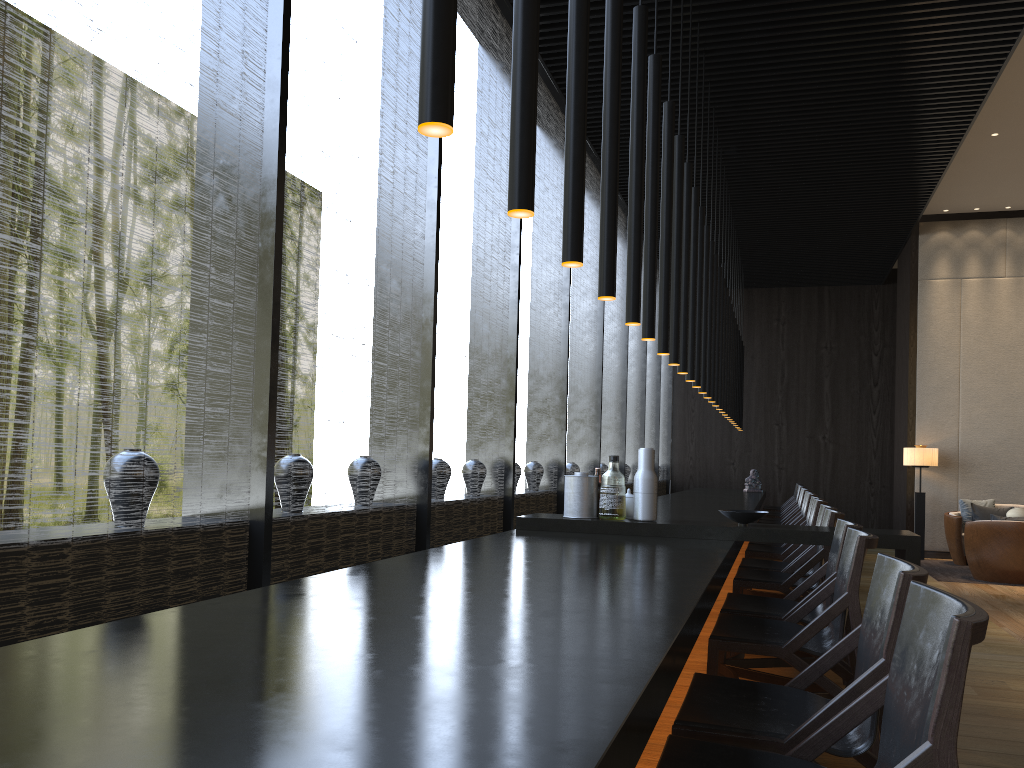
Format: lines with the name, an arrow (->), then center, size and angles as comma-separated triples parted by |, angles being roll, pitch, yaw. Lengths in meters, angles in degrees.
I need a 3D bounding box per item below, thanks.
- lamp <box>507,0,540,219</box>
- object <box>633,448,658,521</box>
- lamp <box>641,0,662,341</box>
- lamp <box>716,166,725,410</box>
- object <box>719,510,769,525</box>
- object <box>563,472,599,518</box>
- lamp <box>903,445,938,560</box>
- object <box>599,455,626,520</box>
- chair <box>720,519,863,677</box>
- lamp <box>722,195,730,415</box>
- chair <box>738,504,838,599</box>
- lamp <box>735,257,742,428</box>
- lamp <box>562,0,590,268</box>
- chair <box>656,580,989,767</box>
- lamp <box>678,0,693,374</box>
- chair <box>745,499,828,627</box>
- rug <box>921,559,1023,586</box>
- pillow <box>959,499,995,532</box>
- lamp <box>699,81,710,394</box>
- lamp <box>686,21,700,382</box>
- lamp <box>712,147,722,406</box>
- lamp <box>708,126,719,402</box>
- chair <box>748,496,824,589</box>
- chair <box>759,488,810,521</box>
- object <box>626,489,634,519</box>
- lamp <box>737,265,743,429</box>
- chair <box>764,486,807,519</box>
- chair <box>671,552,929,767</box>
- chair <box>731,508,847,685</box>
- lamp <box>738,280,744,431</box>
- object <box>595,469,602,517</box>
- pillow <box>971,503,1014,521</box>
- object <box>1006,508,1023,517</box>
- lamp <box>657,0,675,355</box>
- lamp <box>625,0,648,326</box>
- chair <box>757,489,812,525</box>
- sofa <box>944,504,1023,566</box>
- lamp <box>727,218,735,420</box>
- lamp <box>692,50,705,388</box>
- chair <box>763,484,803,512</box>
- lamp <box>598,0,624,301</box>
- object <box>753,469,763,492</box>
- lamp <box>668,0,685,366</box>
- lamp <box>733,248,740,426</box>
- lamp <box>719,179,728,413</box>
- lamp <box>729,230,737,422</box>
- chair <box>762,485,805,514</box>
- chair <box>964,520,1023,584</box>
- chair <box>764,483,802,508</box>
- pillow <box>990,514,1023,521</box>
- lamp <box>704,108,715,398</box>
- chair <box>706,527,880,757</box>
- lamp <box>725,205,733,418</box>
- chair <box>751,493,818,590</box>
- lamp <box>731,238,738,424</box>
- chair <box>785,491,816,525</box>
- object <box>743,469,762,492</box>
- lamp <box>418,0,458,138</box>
lamp -> 0.055, -1.585, 2.013 | 0.060, 2.416, 0.060 | 1, -2, 12
object -> 0.638, 0.478, 4.220 | 0.113, 0.344, 0.113 | 1, -2, 12
lamp -> 0.637, -1.401, 3.939 | 0.060, 2.416, 0.060 | 1, -2, 12
lamp -> 2.023, -0.961, 8.528 | 0.060, 2.416, 0.060 | 1, -2, 22
object -> 1.072, 0.622, 4.102 | 0.227, 0.067, 0.228 | 0, -5, 19
object -> 0.336, 0.540, 4.318 | 0.168, 0.219, 0.169 | 1, -3, 12
lamp -> 4.841, 1.406, 10.505 | 0.375, 1.348, 0.375 | 3, -3, -44
object -> 0.482, 0.493, 4.221 | 0.129, 0.305, 0.129 | 2, -2, 3
chair -> 1.124, 0.958, 3.567 | 0.563, 0.825, 0.527 | 1, -3, 17
lamp -> 2.291, -0.877, 9.414 | 0.060, 2.416, 0.060 | 1, -2, 12
chair -> 1.583, 1.104, 5.087 | 0.563, 0.825, 0.527 | 1, -3, 17
lamp -> 3.135, -0.609, 12.206 | 0.060, 2.416, 0.060 | 1, -2, 12
lamp -> 0.203, -1.538, 2.505 | 0.060, 2.416, 0.060 | 1, -2, 12
chair -> 0.498, 0.760, 1.498 | 0.563, 0.825, 0.527 | 1, -3, 17
lamp -> 1.054, -1.269, 5.321 | 0.060, 2.416, 0.060 | 1, -2, 12
chair -> 1.876, 1.197, 6.056 | 0.563, 0.825, 0.527 | 1, -3, 17
rug -> 5.355, 1.979, 9.201 | 2.040, 0.008, 2.248 | 0, -5, 17
pillow -> 5.382, 1.523, 10.201 | 0.433, 0.399, 0.201 | 2, -2, -5
lamp -> 1.468, -1.137, 6.691 | 0.060, 2.416, 0.060 | 1, -2, 22
lamp -> 1.194, -1.224, 5.785 | 0.060, 2.416, 0.060 | 1, -2, 12
lamp -> 1.881, -1.007, 8.056 | 0.060, 2.416, 0.060 | 1, -2, 12
lamp -> 1.738, -1.052, 7.583 | 0.060, 2.416, 0.060 | 1, -2, 22
chair -> 2.042, 1.249, 6.606 | 0.563, 0.825, 0.527 | 1, -3, 17
chair -> 2.968, 1.543, 9.670 | 0.563, 0.825, 0.527 | 1, -3, 17
object -> 0.576, 0.552, 4.366 | 0.135, 0.217, 0.136 | 1, -3, 4
lamp -> 3.281, -0.563, 12.692 | 0.060, 2.416, 0.060 | 1, -2, 12
chair -> 3.268, 1.638, 10.664 | 0.563, 0.825, 0.527 | 1, -3, 17
chair -> 0.665, 0.813, 2.048 | 0.563, 0.825, 0.527 | 1, -3, 17
chair -> 1.417, 1.051, 4.537 | 0.563, 0.825, 0.527 | 1, -3, 17
lamp -> 3.431, -0.515, 13.186 | 0.060, 2.416, 0.060 | 1, -2, 12
object -> 0.426, 0.541, 4.407 | 0.067, 0.237, 0.067 | 1, -2, 11
pillow -> 5.433, 1.530, 10.023 | 0.471, 0.360, 0.220 | 1, -3, 14
object -> 5.358, 1.392, 9.348 | 0.245, 0.167, 0.246 | 3, -4, -25
lamp -> 0.788, -1.353, 4.439 | 0.060, 2.416, 0.060 | 1, -2, 12
lamp -> 0.512, -1.441, 3.526 | 0.060, 2.416, 0.060 | 1, -2, 12
chair -> 2.802, 1.490, 9.120 | 0.563, 0.825, 0.527 | 1, -3, 17
sofa -> 5.667, 1.715, 10.004 | 1.448, 0.692, 0.604 | 0, -3, 17
lamp -> 2.569, -0.789, 10.334 | 0.060, 2.416, 0.060 | 1, -2, 12
lamp -> 1.323, -1.183, 6.211 | 0.060, 2.416, 0.060 | 1, -2, 12
chair -> 3.735, 1.786, 12.209 | 0.563, 0.825, 0.527 | 1, -3, 17
lamp -> 0.352, -1.491, 2.999 | 0.060, 2.416, 0.060 | 1, -2, 12
object -> 3.349, 1.335, 12.276 | 0.209, 0.312, 0.164 | -1, -3, 42
lamp -> 0.922, -1.310, 4.884 | 0.060, 2.416, 0.060 | 1, -2, 12
lamp -> 2.990, -0.655, 11.728 | 0.060, 2.416, 0.060 | 1, -2, 12
lamp -> 2.155, -0.920, 8.962 | 0.060, 2.416, 0.060 | 1, -2, 12
lamp -> 2.705, -0.746, 10.783 | 0.060, 2.416, 0.060 | 1, -2, 12
chair -> 3.435, 1.691, 11.214 | 0.563, 0.825, 0.527 | 1, -3, 17
chair -> 4.792, 1.602, 8.475 | 0.803, 0.603, 0.608 | 1, -3, 17
chair -> 3.901, 1.839, 12.759 | 0.563, 0.825, 0.527 | 1, -3, 17
pillow -> 4.760, 1.379, 8.367 | 0.441, 0.337, 0.205 | 0, -3, 24
lamp -> 1.606, -1.094, 7.148 | 0.060, 2.416, 0.060 | 1, -2, 12
chair -> 0.958, 0.906, 3.017 | 0.563, 0.825, 0.527 | 1, -3, 17
lamp -> 2.425, -0.834, 9.857 | 0.060, 2.416, 0.060 | 1, -2, 12
chair -> 2.335, 1.342, 7.576 | 0.563, 0.825, 0.527 | 1, -3, 17
lamp -> 2.843, -0.702, 11.242 | 0.060, 2.416, 0.060 | 1, -2, 12
chair -> 2.501, 1.395, 8.126 | 0.563, 0.825, 0.527 | 1, -3, 17
object -> 3.272, 1.313, 12.038 | 0.207, 0.309, 0.162 | 2, -2, -3
lamp -> -0.094, -1.632, 1.523 | 0.060, 2.416, 0.060 | 1, -2, 12
